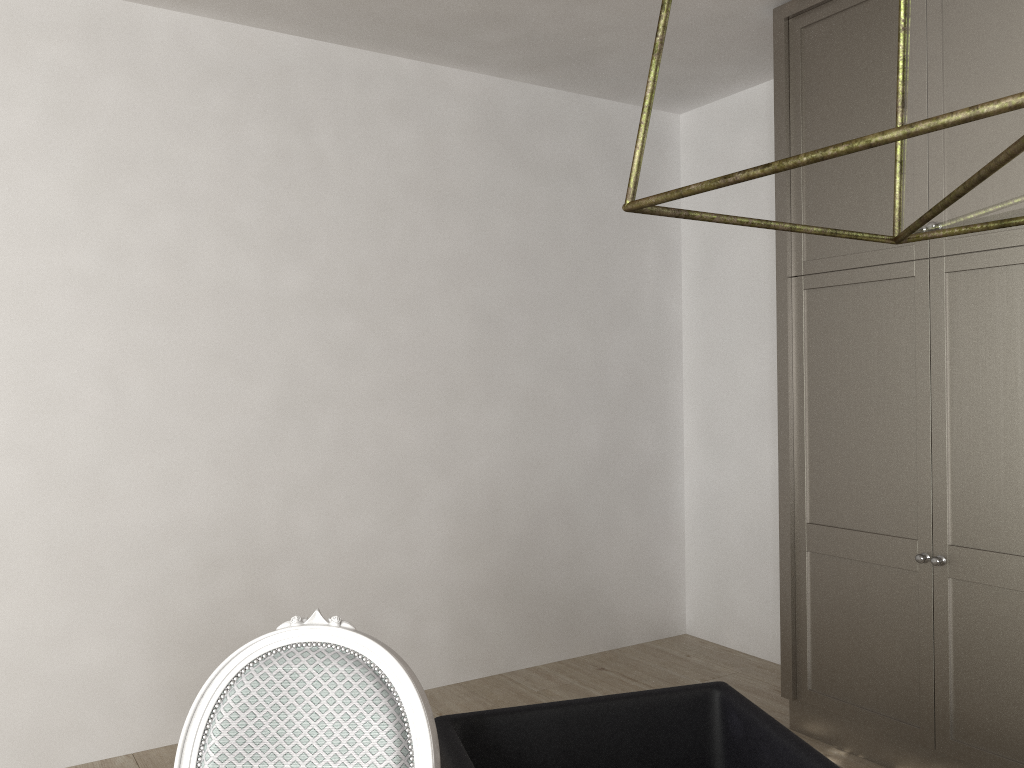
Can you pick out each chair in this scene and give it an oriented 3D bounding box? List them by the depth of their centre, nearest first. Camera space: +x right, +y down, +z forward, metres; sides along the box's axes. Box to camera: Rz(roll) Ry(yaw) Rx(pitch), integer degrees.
[{"bbox_3d":[-0.292,0.736,1.026,0.480,0.833,0.505,-1,0,0],"label":"chair"},{"bbox_3d":[0.192,0.855,1.399,0.569,0.597,0.609,-1,0,-17],"label":"chair"}]

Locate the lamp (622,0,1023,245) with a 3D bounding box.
[{"bbox_3d":[0.281,-0.674,0.564,0.584,1.108,0.584,-1,0,-17],"label":"lamp"}]

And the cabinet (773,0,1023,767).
[{"bbox_3d":[2.720,-0.065,0.865,0.947,2.377,5.433,-1,0,-32],"label":"cabinet"}]
